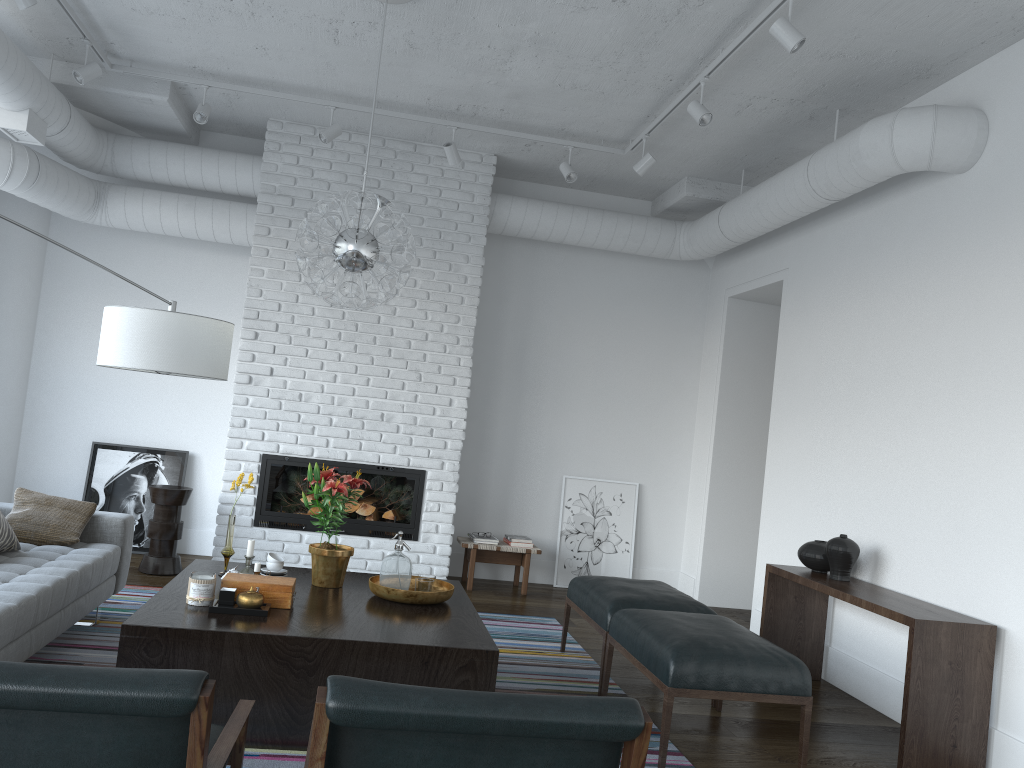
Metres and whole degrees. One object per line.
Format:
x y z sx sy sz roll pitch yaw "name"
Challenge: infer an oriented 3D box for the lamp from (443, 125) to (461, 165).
-0.392 -1.584 5.842 0.097 0.285 0.154 5 -3 31 "lamp"

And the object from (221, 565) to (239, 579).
-1.240 0.836 3.914 0.069 0.078 0.124 8 -3 -27 "object"

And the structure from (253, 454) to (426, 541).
-1.266 0.853 6.617 1.168 0.578 0.675 7 -3 -9 "structure"

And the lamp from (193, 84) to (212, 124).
-1.944 -1.771 5.583 0.095 0.285 0.154 7 -3 -11 "lamp"

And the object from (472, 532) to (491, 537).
-0.231 1.136 6.727 0.134 0.038 0.093 9 -4 -42 "object"

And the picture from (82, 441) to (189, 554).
-2.800 0.848 6.543 0.686 0.775 0.130 7 -3 -9 "picture"

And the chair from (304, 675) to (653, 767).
-0.156 0.955 2.142 0.678 0.698 0.983 7 -3 -9 "chair"

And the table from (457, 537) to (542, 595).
-0.120 1.379 6.729 0.605 0.345 0.405 7 -3 -9 "table"

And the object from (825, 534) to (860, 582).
1.717 0.901 4.619 0.171 0.236 0.171 7 -3 -4 "object"

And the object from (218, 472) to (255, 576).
-1.251 0.638 4.042 0.121 0.470 0.120 6 -3 6 "object"

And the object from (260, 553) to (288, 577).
-1.090 0.837 4.078 0.121 0.113 0.124 6 -3 10 "object"

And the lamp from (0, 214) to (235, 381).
-1.619 0.272 2.301 0.432 1.738 2.162 5 -3 25 "lamp"

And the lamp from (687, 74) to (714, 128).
0.994 -1.490 4.670 0.094 0.285 0.154 9 -4 -36 "lamp"

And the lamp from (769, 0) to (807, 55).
1.156 -1.522 3.699 0.154 0.285 0.100 6 -3 14 "lamp"

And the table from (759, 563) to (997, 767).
1.688 1.312 4.313 0.375 0.617 1.362 7 -3 -9 "table"

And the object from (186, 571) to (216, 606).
-1.198 0.791 3.429 0.106 0.116 0.117 8 -3 -30 "object"

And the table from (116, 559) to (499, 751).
-0.820 1.107 3.773 1.306 0.394 1.362 7 -3 -9 "table"

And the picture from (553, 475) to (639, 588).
0.684 1.213 7.165 0.637 0.884 0.093 7 -3 -9 "picture"

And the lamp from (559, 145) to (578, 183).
0.384 -1.491 5.966 0.093 0.285 0.154 8 -3 -31 "lamp"

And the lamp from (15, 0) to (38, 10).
-2.274 -1.883 4.118 0.087 0.285 0.154 4 -4 35 "lamp"

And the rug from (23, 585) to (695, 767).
-0.746 1.318 3.742 2.735 0.012 3.760 7 -3 -9 "rug"

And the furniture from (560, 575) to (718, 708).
0.647 1.280 4.587 0.584 0.478 0.828 7 -3 -9 "furniture"

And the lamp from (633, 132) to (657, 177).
0.845 -1.458 5.617 0.154 0.285 0.104 5 -3 31 "lamp"

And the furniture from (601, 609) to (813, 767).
0.789 1.254 3.747 0.583 0.476 0.827 7 -3 -9 "furniture"

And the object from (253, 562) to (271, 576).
-1.127 0.833 3.918 0.102 0.098 0.102 5 -3 30 "object"

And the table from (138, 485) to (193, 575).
-2.317 0.969 5.934 0.282 0.558 0.281 8 -3 -30 "table"

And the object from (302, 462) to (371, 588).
-0.830 0.641 4.036 0.275 0.558 0.284 4 -4 43 "object"

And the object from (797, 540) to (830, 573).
1.688 0.944 4.847 0.245 0.168 0.245 7 -3 -18 "object"

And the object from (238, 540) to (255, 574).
-1.203 0.794 4.064 0.098 0.174 0.098 7 -3 -15 "object"

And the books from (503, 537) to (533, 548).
0.049 1.212 6.777 0.185 0.032 0.267 7 -3 -11 "books"

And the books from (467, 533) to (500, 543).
-0.217 1.165 6.720 0.202 0.019 0.280 7 -3 -11 "books"

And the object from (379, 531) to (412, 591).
-0.518 0.807 4.004 0.143 0.288 0.143 9 -4 -38 "object"

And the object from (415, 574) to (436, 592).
-0.394 0.919 4.004 0.085 0.089 0.195 6 -3 0 "object"

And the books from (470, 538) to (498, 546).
-0.215 1.191 6.719 0.172 0.011 0.273 7 -3 -10 "books"

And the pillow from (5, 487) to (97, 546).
-2.327 0.669 4.408 0.427 0.261 0.236 7 -3 -8 "pillow"

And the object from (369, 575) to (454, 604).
-0.452 0.925 3.975 0.383 0.068 0.383 4 -3 33 "object"

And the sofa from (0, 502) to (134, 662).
-2.300 0.788 3.421 0.991 0.684 2.541 7 -3 -9 "sofa"

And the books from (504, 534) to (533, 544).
0.050 1.184 6.786 0.173 0.025 0.238 7 -3 -11 "books"

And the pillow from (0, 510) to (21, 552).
-2.346 0.580 3.824 0.271 0.340 0.576 7 -3 -5 "pillow"

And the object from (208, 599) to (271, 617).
-1.034 0.853 3.379 0.214 0.023 0.130 7 -3 -9 "object"

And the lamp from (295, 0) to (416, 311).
-0.669 -1.116 4.146 0.552 1.546 0.552 8 -3 -22 "lamp"

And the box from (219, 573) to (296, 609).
-1.016 0.829 3.556 0.294 0.093 0.169 7 -3 -9 "box"

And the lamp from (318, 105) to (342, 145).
-1.164 -1.677 5.714 0.154 0.285 0.090 9 -4 -41 "lamp"

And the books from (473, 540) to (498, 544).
-0.215 1.179 6.709 0.171 0.011 0.306 7 -3 -10 "books"

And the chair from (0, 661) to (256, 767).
-0.981 0.856 2.005 0.678 0.698 0.983 7 -3 -9 "chair"

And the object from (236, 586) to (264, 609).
-0.998 0.812 3.387 0.103 0.077 0.103 9 -4 -37 "object"

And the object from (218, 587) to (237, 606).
-1.087 0.813 3.392 0.058 0.055 0.058 7 -3 -9 "object"

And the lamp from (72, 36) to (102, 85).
-2.429 -1.850 5.094 0.087 0.285 0.154 4 -4 40 "lamp"
